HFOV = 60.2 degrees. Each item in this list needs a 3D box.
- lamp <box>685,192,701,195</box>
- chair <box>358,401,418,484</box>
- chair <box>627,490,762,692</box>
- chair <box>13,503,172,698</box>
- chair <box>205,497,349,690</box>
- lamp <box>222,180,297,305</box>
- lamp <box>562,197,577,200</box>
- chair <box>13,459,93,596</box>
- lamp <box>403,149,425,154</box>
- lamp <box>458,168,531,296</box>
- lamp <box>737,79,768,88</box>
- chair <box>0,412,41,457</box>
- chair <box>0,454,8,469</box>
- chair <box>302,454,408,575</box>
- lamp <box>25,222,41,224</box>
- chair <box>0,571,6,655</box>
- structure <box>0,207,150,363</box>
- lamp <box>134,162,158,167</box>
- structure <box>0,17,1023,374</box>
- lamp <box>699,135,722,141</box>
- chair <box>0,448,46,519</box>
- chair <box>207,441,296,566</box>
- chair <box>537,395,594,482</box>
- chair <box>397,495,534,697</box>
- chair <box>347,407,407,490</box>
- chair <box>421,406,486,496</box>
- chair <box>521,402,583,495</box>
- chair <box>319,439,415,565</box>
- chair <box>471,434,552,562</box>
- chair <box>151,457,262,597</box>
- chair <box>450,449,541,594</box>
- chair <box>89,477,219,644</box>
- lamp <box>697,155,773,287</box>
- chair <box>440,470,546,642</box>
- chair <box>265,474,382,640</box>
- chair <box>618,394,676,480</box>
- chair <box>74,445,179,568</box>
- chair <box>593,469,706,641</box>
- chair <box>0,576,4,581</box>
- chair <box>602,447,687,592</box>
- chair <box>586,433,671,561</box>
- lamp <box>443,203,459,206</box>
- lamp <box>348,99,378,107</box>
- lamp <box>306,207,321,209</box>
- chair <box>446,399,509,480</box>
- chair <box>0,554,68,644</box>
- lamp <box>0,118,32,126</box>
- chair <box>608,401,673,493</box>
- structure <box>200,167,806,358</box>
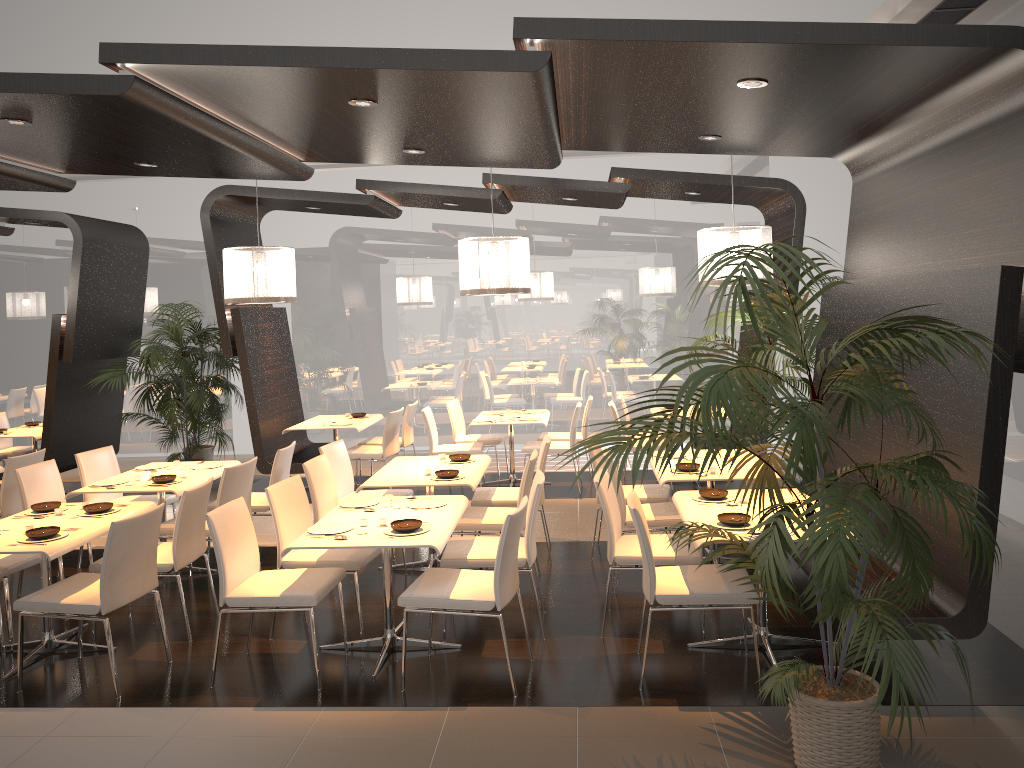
[{"bbox_3d":[1.876,-1.993,9.174,0.161,0.056,0.162,-2,4,-1],"label":"lamp"},{"bbox_3d":[-1.339,0.648,9.738,0.605,0.873,0.485,-2,1,7],"label":"chair"},{"bbox_3d":[0.899,1.009,4.456,0.605,0.869,0.485,-2,1,7],"label":"chair"},{"bbox_3d":[-2.184,1.103,4.652,0.605,0.869,0.485,-2,1,12],"label":"chair"},{"bbox_3d":[-1.238,1.071,4.653,0.605,0.873,0.485,-2,1,7],"label":"chair"},{"bbox_3d":[-2.303,-1.692,7.986,0.626,1.929,0.628,-2,1,32],"label":"lamp"},{"bbox_3d":[0.605,-1.956,9.270,0.161,0.056,0.162,-2,4,-1],"label":"lamp"},{"bbox_3d":[-3.131,0.999,6.292,0.605,0.869,0.485,-2,1,7],"label":"chair"},{"bbox_3d":[-0.709,-1.695,6.383,0.161,0.050,0.162,-1,4,10],"label":"lamp"},{"bbox_3d":[-0.180,-1.755,7.826,0.626,1.929,0.628,-2,1,32],"label":"lamp"},{"bbox_3d":[1.282,-1.618,4.718,0.161,0.050,0.162,-1,4,10],"label":"lamp"},{"bbox_3d":[-5.673,0.771,10.092,0.605,0.869,0.485,-2,1,7],"label":"chair"},{"bbox_3d":[-5.845,0.830,9.469,0.605,0.869,0.485,-2,1,7],"label":"chair"},{"bbox_3d":[-1.086,0.945,6.085,0.605,0.873,0.485,-2,1,7],"label":"chair"},{"bbox_3d":[-5.261,-1.782,9.712,0.161,0.056,0.162,-2,4,-1],"label":"lamp"},{"bbox_3d":[-3.206,1.127,4.802,0.605,0.869,0.485,-2,1,2],"label":"chair"},{"bbox_3d":[-7.230,-1.052,9.858,5.931,1.727,1.405,-2,2,4],"label":"structure"},{"bbox_3d":[-2.707,-1.636,6.533,0.160,0.050,0.161,-2,4,-1],"label":"lamp"},{"bbox_3d":[-2.682,-0.877,5.765,10.657,1.735,2.910,-2,4,4],"label":"structure"},{"bbox_3d":[1.395,-1.748,6.224,0.161,0.050,0.162,-1,4,10],"label":"lamp"},{"bbox_3d":[-4.036,0.977,6.940,0.605,0.869,0.485,-2,1,7],"label":"chair"},{"bbox_3d":[-1.987,0.913,6.828,0.605,0.869,0.485,-2,1,2],"label":"chair"},{"bbox_3d":[0.593,0.589,9.610,0.605,0.873,0.485,-2,1,7],"label":"chair"},{"bbox_3d":[-0.217,1.047,4.504,0.605,0.873,0.485,-2,1,12],"label":"chair"},{"bbox_3d":[-1.430,0.702,9.107,0.605,0.869,0.485,-2,1,12],"label":"chair"},{"bbox_3d":[-0.601,0.679,9.048,0.605,0.873,0.485,-2,1,2],"label":"chair"},{"bbox_3d":[0.421,0.645,8.987,0.605,0.869,0.485,-2,1,7],"label":"chair"},{"bbox_3d":[-1.118,0.886,6.774,0.605,0.869,0.485,-2,1,12],"label":"chair"},{"bbox_3d":[0.009,0.854,6.681,0.605,0.869,0.485,-2,1,2],"label":"chair"},{"bbox_3d":[-2.109,0.977,6.143,0.605,0.873,0.485,-2,1,12],"label":"chair"},{"bbox_3d":[-0.113,0.916,5.996,0.605,0.869,0.485,-2,1,7],"label":"chair"},{"bbox_3d":[-2.138,1.045,5.343,0.605,0.873,0.485,-2,1,2],"label":"chair"},{"bbox_3d":[1.910,-1.816,7.669,0.626,1.929,0.628,-2,1,36],"label":"lamp"},{"bbox_3d":[-0.094,0.985,5.188,0.605,0.873,0.485,-2,1,2],"label":"chair"},{"bbox_3d":[-1.100,1.015,5.263,0.605,0.873,0.485,-2,1,12],"label":"chair"},{"bbox_3d":[1.464,0.560,9.554,0.605,0.869,0.485,-2,1,7],"label":"chair"},{"bbox_3d":[-3.008,0.944,6.897,0.605,0.869,0.485,-2,1,12],"label":"chair"},{"bbox_3d":[0.796,0.957,5.118,0.605,0.869,0.485,-2,1,12],"label":"chair"},{"bbox_3d":[-4.053,1.031,6.312,0.605,0.869,0.485,-2,1,12],"label":"chair"},{"bbox_3d":[0.927,0.885,5.941,0.605,0.873,0.485,-2,1,2],"label":"chair"},{"bbox_3d":[0.873,0.831,6.608,0.605,0.873,0.485,-2,1,12],"label":"chair"},{"bbox_3d":[-0.647,-1.919,9.364,0.161,0.056,0.162,-2,4,-1],"label":"lamp"},{"bbox_3d":[-0.822,-1.564,4.877,0.161,0.050,0.162,-1,4,10],"label":"lamp"},{"bbox_3d":[-2.132,-1.902,9.476,0.160,0.054,0.161,-1,4,10],"label":"lamp"},{"bbox_3d":[-0.389,0.613,9.717,0.605,0.869,0.485,-2,1,12],"label":"chair"},{"bbox_3d":[-3.155,1.075,5.400,0.605,0.869,0.485,-2,1,12],"label":"chair"},{"bbox_3d":[-2.820,-1.505,5.028,0.161,0.050,0.162,-1,4,10],"label":"lamp"},{"bbox_3d":[1.292,0.621,8.930,0.605,0.873,0.485,-2,1,7],"label":"chair"},{"bbox_3d":[-0.093,-1.263,9.320,5.931,1.727,1.405,-2,2,4],"label":"structure"}]
